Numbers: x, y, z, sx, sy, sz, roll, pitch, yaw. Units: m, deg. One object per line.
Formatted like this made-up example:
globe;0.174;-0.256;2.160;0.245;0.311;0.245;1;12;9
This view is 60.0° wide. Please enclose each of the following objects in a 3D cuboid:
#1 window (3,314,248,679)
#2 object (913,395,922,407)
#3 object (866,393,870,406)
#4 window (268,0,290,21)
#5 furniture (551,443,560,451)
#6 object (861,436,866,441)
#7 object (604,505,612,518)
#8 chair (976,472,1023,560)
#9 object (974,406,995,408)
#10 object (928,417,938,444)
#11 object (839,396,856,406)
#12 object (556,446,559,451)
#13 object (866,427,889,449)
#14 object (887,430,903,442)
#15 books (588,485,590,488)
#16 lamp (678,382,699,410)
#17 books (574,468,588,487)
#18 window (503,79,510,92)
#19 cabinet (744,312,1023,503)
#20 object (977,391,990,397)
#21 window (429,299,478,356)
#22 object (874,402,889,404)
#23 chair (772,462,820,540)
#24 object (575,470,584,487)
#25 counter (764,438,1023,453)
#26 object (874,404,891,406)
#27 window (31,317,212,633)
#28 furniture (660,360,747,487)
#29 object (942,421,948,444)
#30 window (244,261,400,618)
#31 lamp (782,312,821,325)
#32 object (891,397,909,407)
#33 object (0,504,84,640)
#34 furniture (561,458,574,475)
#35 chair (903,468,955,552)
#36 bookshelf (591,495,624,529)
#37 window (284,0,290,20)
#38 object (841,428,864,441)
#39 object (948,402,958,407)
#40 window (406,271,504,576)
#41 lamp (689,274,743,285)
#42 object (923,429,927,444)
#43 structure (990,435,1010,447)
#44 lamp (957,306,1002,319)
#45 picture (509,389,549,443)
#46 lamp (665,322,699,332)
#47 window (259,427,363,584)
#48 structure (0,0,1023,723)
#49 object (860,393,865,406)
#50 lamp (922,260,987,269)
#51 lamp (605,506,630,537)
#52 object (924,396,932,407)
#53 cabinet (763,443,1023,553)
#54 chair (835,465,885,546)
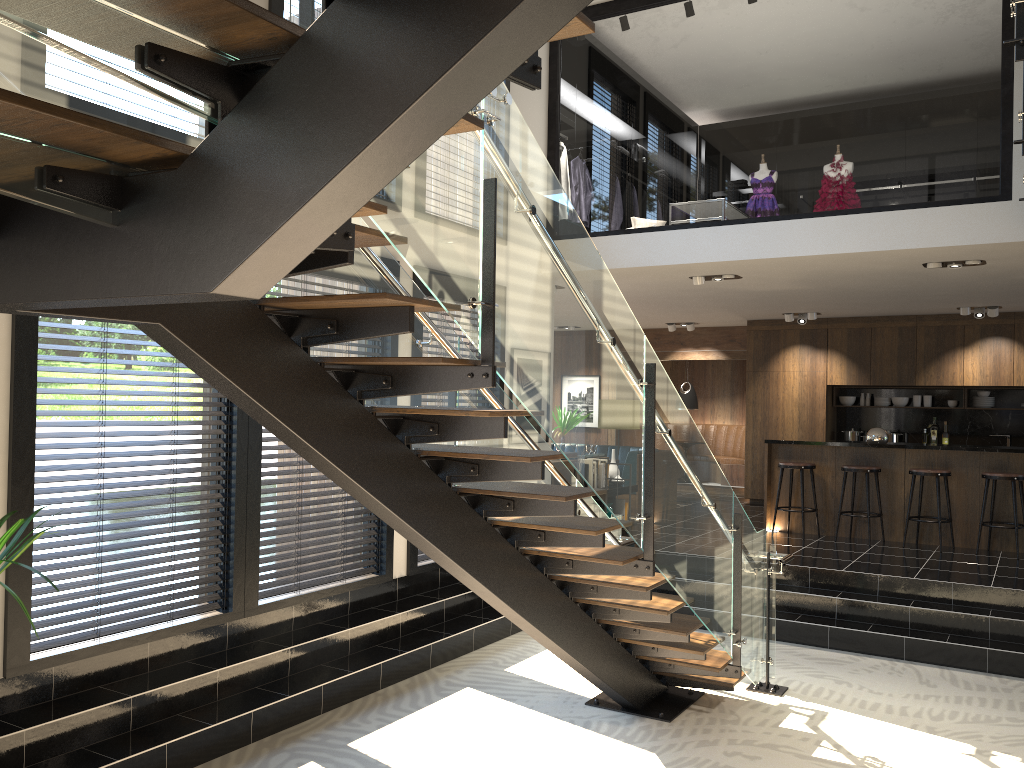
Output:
window;-2.195;0.214;5.041;0.358;2.475;1.499;1;-1;31
object;5.707;0.243;12.488;0.109;0.161;0.109;1;-1;13
object;5.155;0.226;12.844;0.060;0.185;0.060;1;-1;-1
window;-1.341;-2.593;6.403;0.358;2.475;1.393;1;-1;31
furniture;0.786;1.259;12.210;2.609;0.822;1.365;0;-1;31
object;5.096;0.786;12.619;0.210;0.143;0.195;1;-1;-11
object;1.023;1.414;9.576;0.125;0.258;0.125;1;-1;26
chair;4.808;1.275;8.673;0.412;0.799;0.412;1;-1;40
object;6.458;0.317;12.148;0.269;0.024;0.269;2;-1;-21
object;5.921;0.691;12.476;0.133;0.451;0.116;1;-1;31
object;4.913;0.254;12.989;0.234;0.138;0.234;0;-1;34
object;0.636;0.909;12.153;0.098;0.191;0.098;1;-1;29
object;3.922;0.579;9.519;0.227;0.228;0.227;1;-1;-9
object;5.259;0.756;12.388;0.300;0.218;0.278;2;-1;-26
books;0.775;0.949;9.349;0.160;0.312;0.035;1;-1;31
lamp;2.921;-0.059;14.781;0.389;0.974;0.389;1;-1;-16
books;0.729;0.972;9.340;0.156;0.263;0.026;1;-1;31
window;-0.530;-2.545;7.764;0.358;2.475;1.393;1;-1;31
cabinet;6.646;0.431;11.761;6.892;2.690;0.869;0;-1;31
object;6.459;0.147;12.150;0.168;0.087;0.168;2;-1;-39
window;-0.644;0.308;7.781;0.005;2.297;1.221;1;-1;31
object;5.321;0.284;12.735;0.220;0.033;0.220;0;-1;27
chair;3.107;1.264;9.688;0.412;0.799;0.412;1;-1;40
object;0.742;0.736;9.208;0.607;0.744;0.406;1;-1;-9
counter;4.551;0.666;9.357;3.573;0.041;0.698;0;-2;31
object;5.321;0.309;12.734;0.220;0.033;0.220;0;-1;27
window;-2.252;0.214;5.084;0.005;2.297;1.313;1;-1;31
furniture;3.141;0.490;15.194;2.638;2.335;1.175;1;-1;30
object;6.060;0.721;12.400;0.077;0.395;0.077;1;-1;-17
window;-1.429;0.259;6.325;0.358;2.475;1.499;1;-1;31
lamp;3.975;-0.966;12.166;0.501;0.294;0.349;0;-1;31
object;5.526;0.260;12.623;0.234;0.138;0.234;2;-1;-39
object;-2.295;1.107;3.711;0.876;1.338;0.830;1;-1;20
furniture;-0.356;1.194;10.371;2.609;0.822;1.365;0;-1;31
chair;4.241;1.271;9.011;0.412;0.799;0.412;1;-1;40
bookshelf;0.932;1.371;9.581;0.356;0.500;1.304;1;-1;31
window;-1.398;-2.593;6.446;0.005;2.297;1.221;1;-1;31
object;4.924;0.750;12.829;0.255;0.218;0.236;1;-1;-11
object;6.101;0.290;12.280;0.122;0.072;0.122;2;-1;-34
window;-0.587;0.308;7.738;0.358;2.475;1.393;1;-1;31
lamp;2.055;-1.109;8.943;0.501;0.231;0.349;0;-1;31
object;5.831;0.773;12.523;0.057;0.287;0.058;1;-1;44
structure;6.446;0.795;11.715;0.242;0.231;0.173;1;-1;31
lamp;5.829;-0.961;11.060;0.501;0.280;0.349;0;-1;31
picture;0.178;0.125;8.672;0.028;0.911;0.748;1;-1;31
lamp;2.673;-0.959;13.908;0.501;0.280;0.349;0;-1;31
window;-1.486;0.259;6.369;0.005;2.297;1.313;1;-1;31
structure;1.116;0.010;4.111;3.447;4.867;7.281;1;-1;30
object;5.090;0.226;12.883;0.060;0.185;0.060;1;-1;-28
lamp;3.909;-1.116;7.838;0.501;0.194;0.349;0;-1;31
lamp;1.003;0.882;9.084;0.637;1.445;0.437;2;-1;-34
object;5.822;0.243;12.420;0.109;0.161;0.109;0;-1;43
cabinet;4.543;1.184;9.351;3.563;0.994;0.698;0;-1;31
chair;3.674;1.267;9.349;0.412;0.799;0.412;1;-1;40
